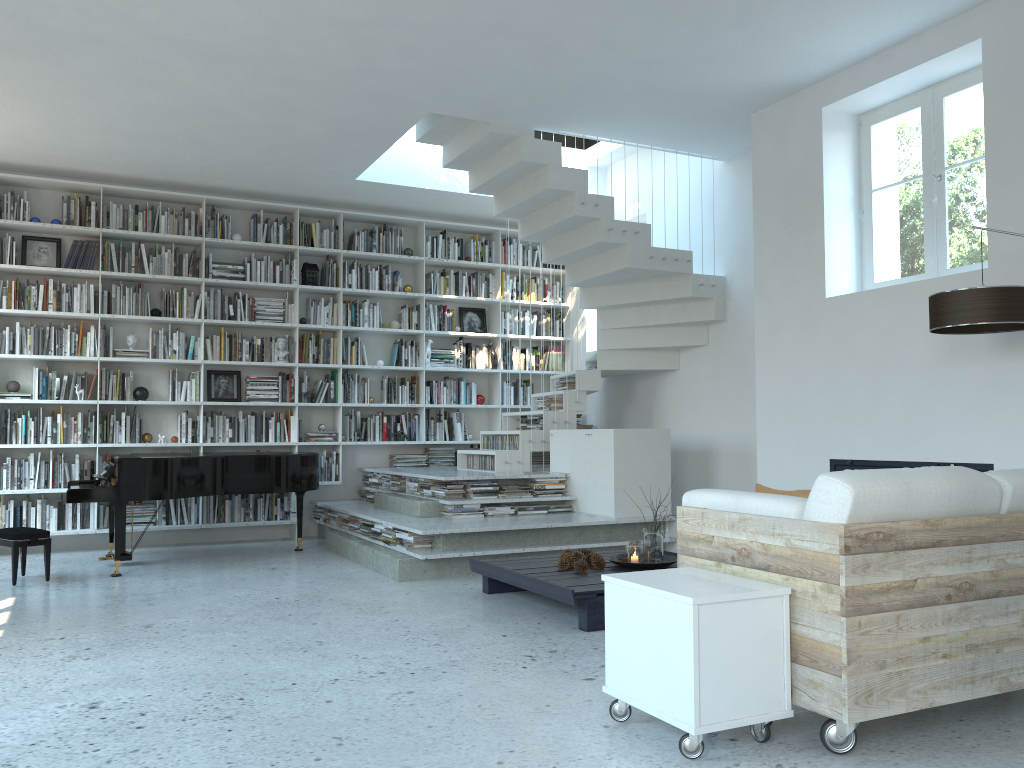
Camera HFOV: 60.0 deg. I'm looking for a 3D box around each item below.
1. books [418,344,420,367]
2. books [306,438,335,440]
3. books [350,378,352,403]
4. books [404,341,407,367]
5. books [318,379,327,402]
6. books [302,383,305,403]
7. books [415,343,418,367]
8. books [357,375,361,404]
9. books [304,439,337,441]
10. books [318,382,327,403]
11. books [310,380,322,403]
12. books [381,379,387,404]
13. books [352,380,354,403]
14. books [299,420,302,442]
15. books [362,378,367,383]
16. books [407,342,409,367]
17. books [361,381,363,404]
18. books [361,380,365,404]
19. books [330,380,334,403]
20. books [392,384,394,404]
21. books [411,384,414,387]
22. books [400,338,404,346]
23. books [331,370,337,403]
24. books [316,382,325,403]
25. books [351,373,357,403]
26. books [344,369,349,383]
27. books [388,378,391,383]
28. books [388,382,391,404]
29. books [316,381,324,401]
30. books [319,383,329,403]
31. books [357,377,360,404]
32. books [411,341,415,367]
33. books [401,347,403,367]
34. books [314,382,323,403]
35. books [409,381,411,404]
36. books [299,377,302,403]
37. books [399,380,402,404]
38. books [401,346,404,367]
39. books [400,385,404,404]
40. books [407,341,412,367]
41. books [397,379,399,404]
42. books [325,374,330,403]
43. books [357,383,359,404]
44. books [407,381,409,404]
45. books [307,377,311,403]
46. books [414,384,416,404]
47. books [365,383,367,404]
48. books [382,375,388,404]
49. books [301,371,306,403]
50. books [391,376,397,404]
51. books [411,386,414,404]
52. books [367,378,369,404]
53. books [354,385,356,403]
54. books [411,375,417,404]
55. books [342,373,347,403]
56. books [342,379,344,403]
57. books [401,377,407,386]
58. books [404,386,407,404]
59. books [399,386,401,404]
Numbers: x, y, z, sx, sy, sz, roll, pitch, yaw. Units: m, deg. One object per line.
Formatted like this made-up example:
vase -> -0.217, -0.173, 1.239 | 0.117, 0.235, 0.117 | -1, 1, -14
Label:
books -> -0.960, -0.278, 8.991 | 0.010, 0.245, 0.158 | 1, -3, -26
books -> -1.832, 0.524, 8.474 | 0.254, 0.012, 0.161 | 1, -3, -20
books -> -1.594, 0.073, 8.663 | 0.013, 0.248, 0.165 | 1, -3, -26
books -> -1.089, -0.289, 8.931 | 0.018, 0.263, 0.165 | 1, -3, -26
books -> -1.848, 0.074, 8.549 | 0.094, 0.238, 0.149 | 1, -3, -26
books -> -2.003, 0.091, 8.452 | 0.027, 0.192, 0.182 | 1, -3, -26
books -> -0.987, -0.282, 8.971 | 0.011, 0.252, 0.169 | 1, -3, -26
books -> -1.510, 0.058, 8.724 | 0.006, 0.285, 0.159 | 1, -3, -26
books -> -1.833, 0.536, 8.476 | 0.285, 0.012, 0.159 | 1, -4, -21
books -> -1.848, 0.087, 8.558 | 0.090, 0.215, 0.139 | 1, -3, -26
books -> -1.893, 0.078, 8.505 | 0.095, 0.228, 0.190 | 1, -3, -26
books -> -1.278, 0.079, 8.833 | 0.019, 0.251, 0.130 | 1, -3, -26
books -> -1.579, 0.084, 8.658 | 0.011, 0.226, 0.188 | 1, -3, -26
books -> -2.034, 0.448, 8.450 | 0.030, 0.210, 0.136 | 1, -3, -26
books -> -1.453, 0.070, 8.743 | 0.014, 0.261, 0.142 | 1, -3, -26
books -> -1.075, -0.287, 8.939 | 0.015, 0.259, 0.152 | 1, -3, -26
books -> -1.492, 0.089, 8.731 | 0.008, 0.222, 0.134 | 1, -3, -26
books -> -1.478, 0.081, 8.728 | 0.015, 0.238, 0.176 | 1, -3, -26
books -> -1.760, 0.081, 8.572 | 0.029, 0.223, 0.171 | 1, -3, -26
books -> -1.214, 0.103, 8.883 | 0.031, 0.208, 0.122 | 1, -3, -26
books -> -1.021, 0.108, 8.960 | 0.016, 0.205, 0.141 | 1, -3, -26
books -> -1.115, -0.305, 8.935 | 0.013, 0.295, 0.154 | 1, -3, -26
books -> -1.725, 0.032, 8.601 | 0.014, 0.325, 0.183 | 1, -3, -26
books -> -1.862, 0.088, 8.543 | 0.090, 0.212, 0.143 | 1, -3, -26
books -> -1.548, 0.050, 8.682 | 0.014, 0.297, 0.175 | 1, -3, -26
books -> -1.624, 0.027, 8.675 | 0.007, 0.341, 0.149 | 1, -3, -26
books -> -1.234, 0.075, 8.853 | 0.015, 0.262, 0.149 | 1, -3, -26
books -> -1.241, 0.097, 8.833 | 0.016, 0.215, 0.178 | 1, -3, -26
books -> -1.874, 0.081, 8.543 | 0.095, 0.226, 0.144 | 1, -3, -26
books -> -1.832, 0.093, 8.554 | 0.091, 0.205, 0.169 | 1, -3, -26
books -> -1.521, 0.065, 8.701 | 0.012, 0.267, 0.183 | 1, -3, -26
books -> -1.019, -0.294, 8.951 | 0.012, 0.273, 0.184 | 1, -3, -26
books -> -1.128, -0.264, 8.908 | 0.006, 0.209, 0.188 | 1, -3, -26
books -> -1.879, 0.088, 8.517 | 0.089, 0.210, 0.176 | 1, -3, -26
books -> -1.051, 0.094, 8.943 | 0.021, 0.231, 0.155 | 1, -3, -26
books -> -2.037, 0.061, 8.459 | 0.028, 0.253, 0.142 | 1, -3, -26
books -> -1.143, 0.086, 8.908 | 0.030, 0.244, 0.135 | 1, -3, -26
books -> -1.120, -0.268, 8.913 | 0.013, 0.219, 0.187 | 1, -3, -26
books -> -1.114, 0.110, 8.899 | 0.015, 0.195, 0.175 | 1, -3, -26
books -> -1.049, -0.294, 8.961 | 0.032, 0.274, 0.154 | 1, -3, -26
books -> -1.163, 0.081, 8.865 | 0.018, 0.250, 0.184 | 1, -3, -26
books -> -1.788, 0.051, 8.583 | 0.013, 0.285, 0.139 | 1, -3, -26
books -> -1.537, 0.098, 8.704 | 0.013, 0.203, 0.167 | 1, -3, -26
books -> -1.077, 0.094, 8.916 | 0.018, 0.229, 0.182 | 1, -3, -26
books -> -1.964, 0.065, 8.500 | 0.035, 0.248, 0.141 | 1, -3, -26
books -> -1.003, 0.109, 8.957 | 0.013, 0.203, 0.158 | 1, -3, -26
books -> -1.463, 0.097, 8.731 | 0.014, 0.207, 0.180 | 1, -3, -26
books -> -1.268, 0.061, 8.853 | 0.016, 0.289, 0.131 | 1, -3, -26
books -> -1.992, 0.035, 8.477 | 0.013, 0.306, 0.141 | 1, -3, -26
books -> -1.186, 0.065, 8.884 | 0.007, 0.285, 0.159 | 1, -3, -26
books -> -1.022, 0.119, 8.927 | 0.016, 0.180, 0.189 | 1, -3, -26
books -> -1.441, 0.076, 8.749 | 0.013, 0.251, 0.173 | 1, -3, -26
books -> -1.560, 0.104, 8.675 | 0.013, 0.186, 0.184 | 1, -3, -26
books -> -0.991, 0.063, 8.957 | 0.007, 0.295, 0.162 | 1, -3, -26
books -> -1.645, 0.049, 8.646 | 0.018, 0.295, 0.177 | 1, -3, -26
books -> -1.664, 0.077, 8.651 | 0.011, 0.239, 0.136 | 1, -3, -26
books -> -1.088, 0.071, 8.913 | 0.006, 0.274, 0.173 | 1, -3, -26
books -> -1.097, 0.116, 8.902 | 0.019, 0.183, 0.190 | 1, -3, -26
books -> -1.146, 0.115, 8.871 | 0.018, 0.182, 0.182 | 1, -3, -26
